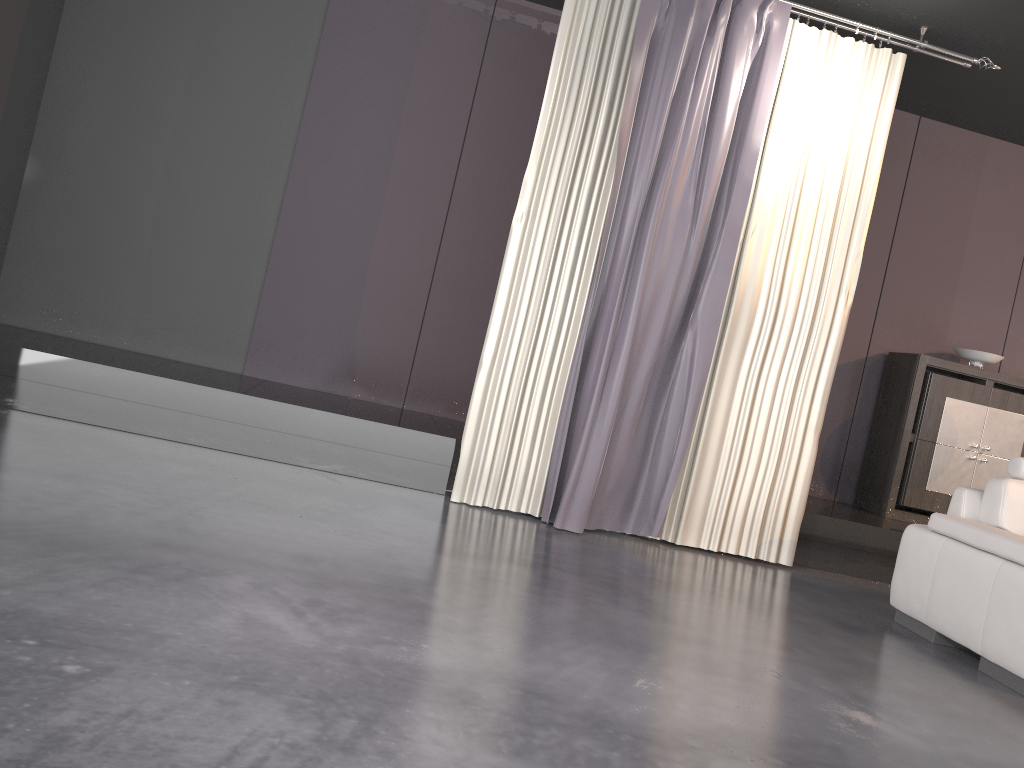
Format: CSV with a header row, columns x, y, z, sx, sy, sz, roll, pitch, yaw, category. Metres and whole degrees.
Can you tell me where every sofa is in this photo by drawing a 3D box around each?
x,y,z,sx,sy,sz,roll,pitch,yaw,category
3.308,1.021,3.395,2.856,0.859,1.872,13,2,-9,sofa

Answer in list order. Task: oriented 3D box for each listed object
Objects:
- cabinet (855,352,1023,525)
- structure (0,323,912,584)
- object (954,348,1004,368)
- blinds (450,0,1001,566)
x,y,z,sx,sy,sz,roll,pitch,yaw,category
2.996,0.434,5.911,1.070,1.075,0.412,13,0,-9,cabinet
0.771,0.655,5.300,8.755,0.300,1.002,13,2,-9,structure
3.123,-0.149,5.951,0.310,0.117,0.307,14,2,24,object
0.757,-0.705,4.508,3.282,2.998,0.249,13,-1,-9,blinds
